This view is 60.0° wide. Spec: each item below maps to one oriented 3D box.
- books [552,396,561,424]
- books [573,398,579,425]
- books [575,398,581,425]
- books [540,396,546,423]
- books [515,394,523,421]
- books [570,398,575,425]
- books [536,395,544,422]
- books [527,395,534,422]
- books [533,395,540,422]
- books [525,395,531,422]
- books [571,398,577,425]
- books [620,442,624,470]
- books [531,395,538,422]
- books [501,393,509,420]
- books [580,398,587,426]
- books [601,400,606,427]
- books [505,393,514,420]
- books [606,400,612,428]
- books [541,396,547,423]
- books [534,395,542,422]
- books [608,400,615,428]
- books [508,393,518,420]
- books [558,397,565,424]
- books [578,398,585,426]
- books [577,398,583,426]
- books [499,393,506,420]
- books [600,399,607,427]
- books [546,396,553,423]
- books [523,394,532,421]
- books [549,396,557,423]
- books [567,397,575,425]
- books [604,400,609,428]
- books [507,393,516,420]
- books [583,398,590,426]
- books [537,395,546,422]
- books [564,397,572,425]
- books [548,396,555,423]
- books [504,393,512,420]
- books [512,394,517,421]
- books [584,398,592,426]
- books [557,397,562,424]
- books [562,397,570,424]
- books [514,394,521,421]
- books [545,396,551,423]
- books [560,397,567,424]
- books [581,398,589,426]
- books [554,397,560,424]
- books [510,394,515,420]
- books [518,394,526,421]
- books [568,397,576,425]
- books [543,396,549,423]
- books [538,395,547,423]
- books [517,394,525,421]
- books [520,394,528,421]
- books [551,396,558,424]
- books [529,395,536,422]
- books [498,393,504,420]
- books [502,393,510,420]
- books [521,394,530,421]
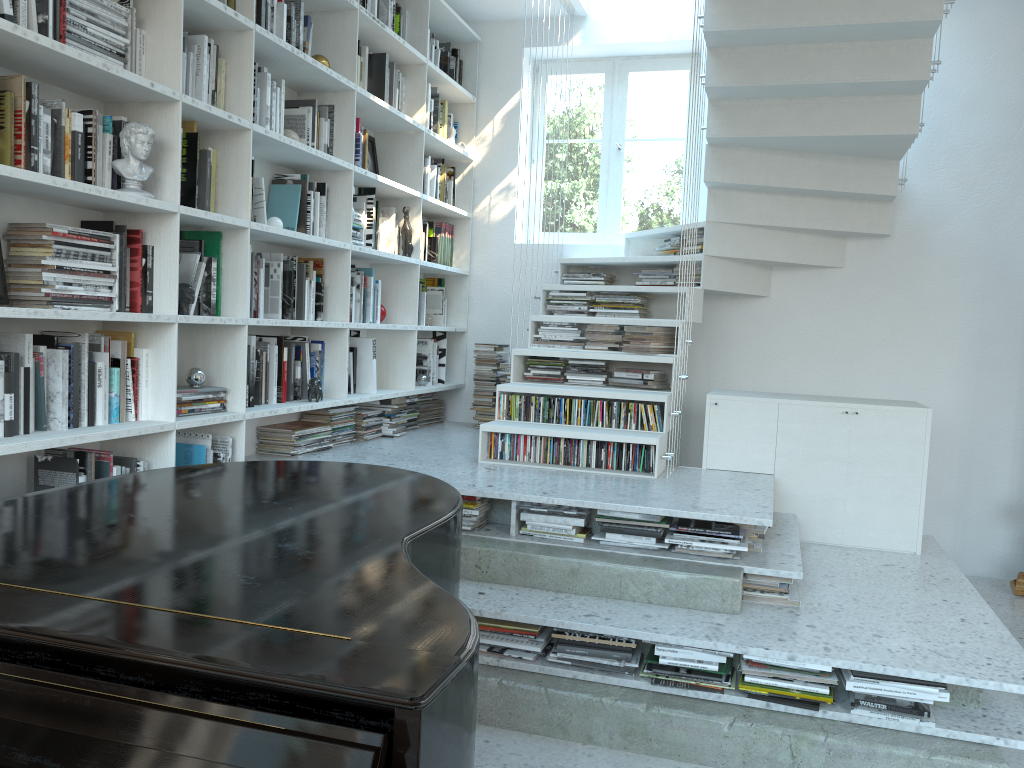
[{"bbox_3d":[0.217,0.126,4.331,0.008,0.125,0.125,4,4,16],"label":"books"},{"bbox_3d":[0.316,0.132,4.302,0.010,0.125,0.125,4,4,16],"label":"books"},{"bbox_3d":[0.325,0.133,4.299,0.008,0.125,0.125,4,4,16],"label":"books"},{"bbox_3d":[0.160,0.122,4.348,0.008,0.125,0.125,4,4,16],"label":"books"},{"bbox_3d":[0.040,0.115,4.383,0.008,0.125,0.125,4,4,16],"label":"books"},{"bbox_3d":[0.301,0.132,4.306,0.007,0.125,0.125,4,4,16],"label":"books"},{"bbox_3d":[0.138,0.121,4.354,0.007,0.125,0.125,4,4,16],"label":"books"},{"bbox_3d":[0.096,0.118,4.367,0.010,0.125,0.125,4,4,16],"label":"books"},{"bbox_3d":[0.123,0.120,4.359,0.009,0.125,0.125,4,4,16],"label":"books"},{"bbox_3d":[0.086,0.118,4.370,0.010,0.125,0.125,4,4,16],"label":"books"},{"bbox_3d":[0.308,0.132,4.304,0.007,0.125,0.125,4,4,16],"label":"books"},{"bbox_3d":[0.517,0.329,4.099,0.009,0.125,0.125,4,4,16],"label":"books"},{"bbox_3d":[0.115,0.120,4.361,0.007,0.125,0.125,4,4,16],"label":"books"},{"bbox_3d":[-0.031,0.110,4.404,0.009,0.125,0.125,4,4,16],"label":"books"},{"bbox_3d":[0.346,0.134,4.293,0.008,0.125,0.125,4,4,16],"label":"books"},{"bbox_3d":[0.447,0.141,4.263,0.007,0.125,0.125,4,4,16],"label":"books"},{"bbox_3d":[-0.009,0.112,4.398,0.008,0.125,0.125,4,4,16],"label":"books"},{"bbox_3d":[0.466,0.142,4.257,0.018,0.125,0.125,4,4,16],"label":"books"},{"bbox_3d":[0.167,0.123,4.346,0.008,0.125,0.125,4,4,16],"label":"books"},{"bbox_3d":[0.130,0.121,4.357,0.009,0.125,0.125,4,4,16],"label":"books"},{"bbox_3d":[0.480,0.143,4.253,0.009,0.125,0.125,4,4,16],"label":"books"},{"bbox_3d":[0.005,0.113,4.394,0.007,0.125,0.125,4,4,16],"label":"books"},{"bbox_3d":[0.245,0.128,4.323,0.009,0.125,0.125,4,4,16],"label":"books"},{"bbox_3d":[0.339,0.134,4.295,0.008,0.125,0.125,4,4,16],"label":"books"},{"bbox_3d":[0.333,0.134,4.297,0.008,0.125,0.125,4,4,16],"label":"books"},{"bbox_3d":[-0.039,0.110,4.406,0.008,0.125,0.125,4,4,16],"label":"books"},{"bbox_3d":[0.439,0.140,4.265,0.009,0.125,0.125,4,4,16],"label":"books"},{"bbox_3d":[0.189,0.124,4.339,0.007,0.125,0.125,4,4,16],"label":"books"},{"bbox_3d":[0.077,0.117,4.372,0.008,0.125,0.125,4,4,16],"label":"books"},{"bbox_3d":[0.203,0.125,4.335,0.008,0.125,0.125,4,4,16],"label":"books"},{"bbox_3d":[0.285,0.131,4.311,0.010,0.125,0.125,4,4,16],"label":"books"},{"bbox_3d":[0.457,0.142,4.260,0.012,0.125,0.125,4,4,16],"label":"books"},{"bbox_3d":[-0.002,0.112,4.396,0.009,0.125,0.125,4,4,16],"label":"books"},{"bbox_3d":[0.361,0.135,4.289,0.007,0.125,0.125,4,4,16],"label":"books"},{"bbox_3d":[0.145,0.122,4.352,0.008,0.125,0.125,4,4,16],"label":"books"},{"bbox_3d":[0.274,0.130,4.314,0.014,0.125,0.125,4,4,16],"label":"books"},{"bbox_3d":[0.196,0.125,4.337,0.007,0.125,0.125,4,4,16],"label":"books"},{"bbox_3d":[-0.016,0.111,4.400,0.007,0.125,0.125,4,4,16],"label":"books"},{"bbox_3d":[0.021,0.114,4.389,0.010,0.125,0.125,4,4,16],"label":"books"},{"bbox_3d":[0.368,0.136,4.286,0.008,0.125,0.125,4,4,16],"label":"books"},{"bbox_3d":[0.237,0.127,4.325,0.010,0.125,0.125,4,4,16],"label":"books"},{"bbox_3d":[0.263,0.129,4.317,0.010,0.125,0.125,4,4,16],"label":"books"},{"bbox_3d":[0.029,0.114,4.386,0.012,0.125,0.125,4,4,16],"label":"books"},{"bbox_3d":[0.182,0.124,4.341,0.007,0.125,0.125,4,4,16],"label":"books"},{"bbox_3d":[0.254,0.129,4.320,0.007,0.125,0.125,4,4,16],"label":"books"},{"bbox_3d":[0.353,0.135,4.291,0.008,0.125,0.125,4,4,16],"label":"books"},{"bbox_3d":[0.227,0.127,4.328,0.012,0.125,0.125,4,4,16],"label":"books"},{"bbox_3d":[0.012,0.113,4.392,0.008,0.125,0.125,4,4,16],"label":"books"},{"bbox_3d":[0.055,0.116,4.379,0.007,0.125,0.125,4,4,16],"label":"books"},{"bbox_3d":[0.293,0.131,4.308,0.007,0.125,0.125,4,4,16],"label":"books"},{"bbox_3d":[0.175,0.123,4.343,0.008,0.125,0.125,4,4,16],"label":"books"},{"bbox_3d":[0.152,0.122,4.350,0.008,0.125,0.125,4,4,16],"label":"books"},{"bbox_3d":[0.048,0.115,4.381,0.007,0.125,0.125,4,4,16],"label":"books"},{"bbox_3d":[0.062,0.116,4.377,0.007,0.125,0.125,4,4,16],"label":"books"},{"bbox_3d":[0.210,0.126,4.333,0.008,0.125,0.125,4,4,16],"label":"books"},{"bbox_3d":[0.106,0.119,4.364,0.010,0.125,0.125,4,4,16],"label":"books"},{"bbox_3d":[-0.047,0.109,4.409,0.008,0.125,0.125,4,4,16],"label":"books"},{"bbox_3d":[-0.024,0.111,4.402,0.008,0.125,0.125,4,4,16],"label":"books"},{"bbox_3d":[0.070,0.117,4.375,0.008,0.125,0.125,4,4,16],"label":"books"}]
